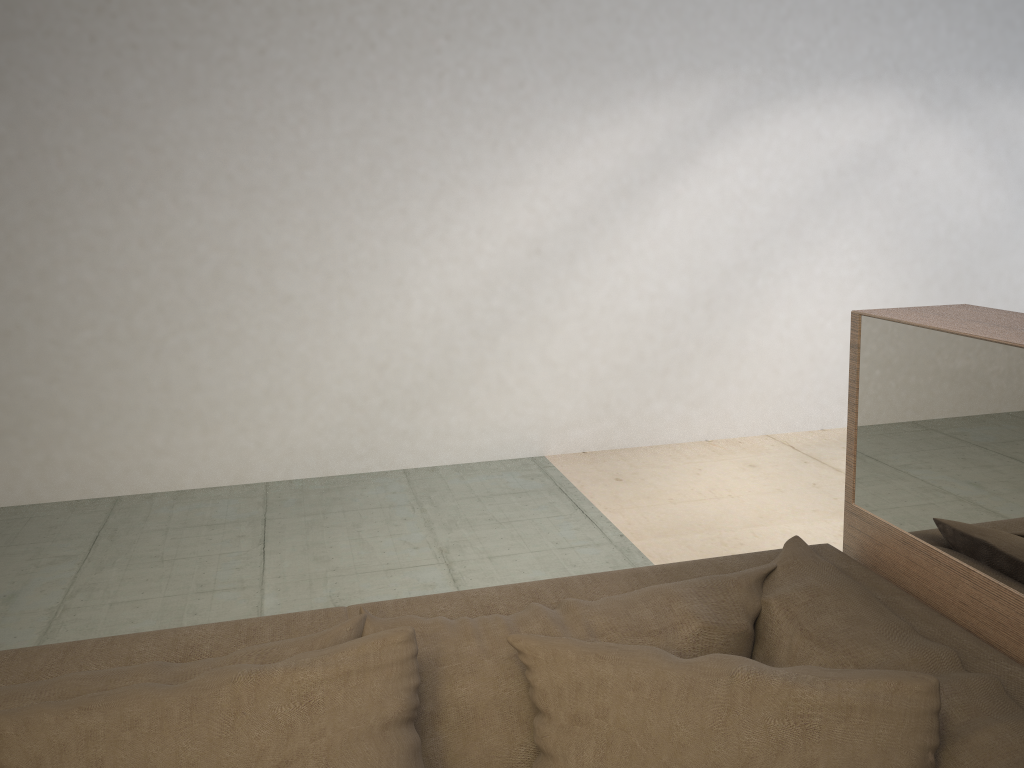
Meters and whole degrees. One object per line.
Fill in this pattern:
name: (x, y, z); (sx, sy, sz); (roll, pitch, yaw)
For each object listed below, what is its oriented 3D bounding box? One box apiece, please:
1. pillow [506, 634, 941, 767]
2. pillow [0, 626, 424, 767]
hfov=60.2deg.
pillow: (0.206, 0.476, 0.918); (0.503, 0.352, 0.301); (2, 10, 18)
pillow: (-0.292, 0.486, 0.903); (0.495, 0.335, 0.315); (-5, 11, -20)
